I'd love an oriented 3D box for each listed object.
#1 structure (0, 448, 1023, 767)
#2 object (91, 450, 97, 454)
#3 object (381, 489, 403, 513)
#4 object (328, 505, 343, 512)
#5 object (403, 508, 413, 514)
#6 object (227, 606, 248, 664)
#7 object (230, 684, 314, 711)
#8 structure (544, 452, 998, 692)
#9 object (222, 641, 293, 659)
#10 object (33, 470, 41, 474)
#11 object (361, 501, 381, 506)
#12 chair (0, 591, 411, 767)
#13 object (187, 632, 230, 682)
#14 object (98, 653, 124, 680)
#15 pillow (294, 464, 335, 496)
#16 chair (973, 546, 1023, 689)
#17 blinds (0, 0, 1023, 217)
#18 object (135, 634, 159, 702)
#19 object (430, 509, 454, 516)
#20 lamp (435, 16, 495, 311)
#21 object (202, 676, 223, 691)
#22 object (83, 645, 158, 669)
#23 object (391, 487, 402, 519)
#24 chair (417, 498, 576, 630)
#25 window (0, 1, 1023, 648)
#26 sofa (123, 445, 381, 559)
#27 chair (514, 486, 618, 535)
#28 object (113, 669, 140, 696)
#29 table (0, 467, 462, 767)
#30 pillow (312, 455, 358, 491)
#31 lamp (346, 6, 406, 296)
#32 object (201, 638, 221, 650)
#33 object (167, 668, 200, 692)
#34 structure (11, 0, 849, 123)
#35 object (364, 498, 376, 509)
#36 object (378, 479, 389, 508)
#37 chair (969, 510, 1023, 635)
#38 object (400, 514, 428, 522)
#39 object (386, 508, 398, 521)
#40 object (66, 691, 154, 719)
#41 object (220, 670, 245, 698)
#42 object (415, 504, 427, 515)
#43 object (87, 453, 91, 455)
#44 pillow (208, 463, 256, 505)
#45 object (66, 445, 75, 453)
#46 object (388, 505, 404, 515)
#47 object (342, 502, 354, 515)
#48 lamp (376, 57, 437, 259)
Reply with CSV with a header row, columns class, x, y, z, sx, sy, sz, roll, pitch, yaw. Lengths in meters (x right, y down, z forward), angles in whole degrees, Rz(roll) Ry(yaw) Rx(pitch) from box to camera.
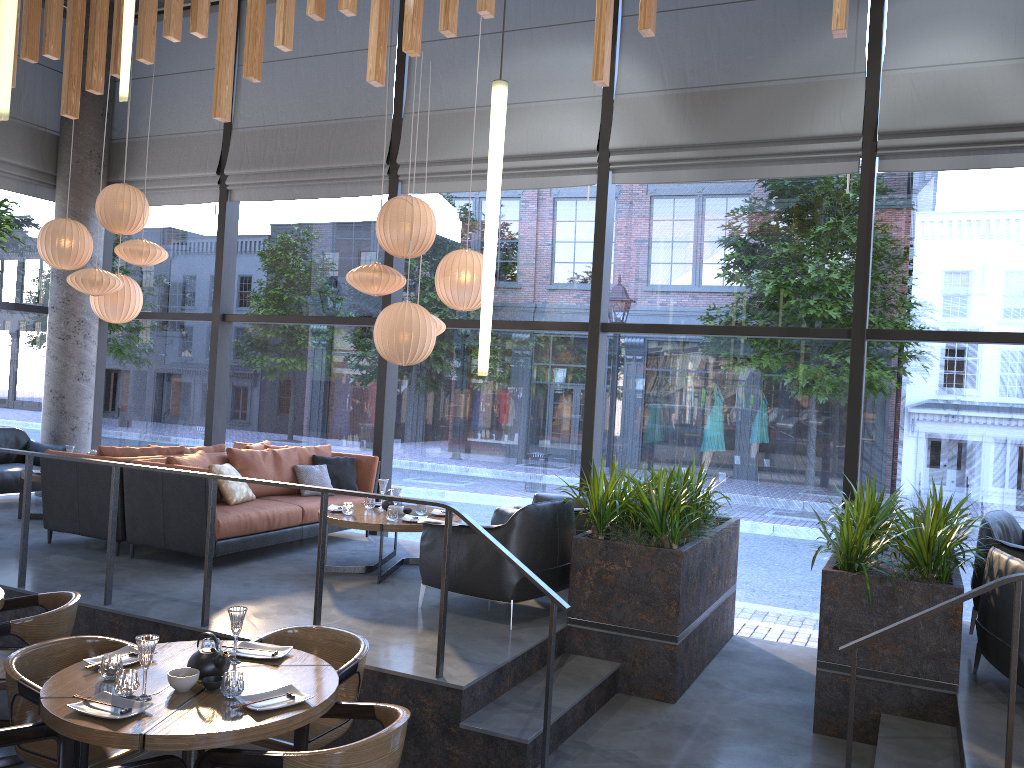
class,x,y,z,sx,sy,sz,roll,pitch,yaw
structure,-2.373,-0.353,0.415,11.718,4.117,9.054,3,0,24
object,-3.795,0.716,8.075,0.082,0.227,0.082,3,0,10
object,-0.927,0.902,6.867,0.163,0.179,0.168,3,0,-10
object,-1.333,0.955,6.762,0.170,0.025,0.294,3,0,5
object,-0.803,0.978,6.804,0.080,0.042,0.080,3,0,10
object,-1.161,1.057,3.731,0.082,0.227,0.082,4,0,-33
object,-0.901,1.171,3.278,0.170,0.025,0.294,3,-1,44
structure,-4.209,0.939,3.565,15.715,1.608,4.306,4,0,-27
object,-1.124,1.162,3.857,0.294,0.025,0.170,3,0,9
object,-4.186,0.794,7.958,0.170,0.025,0.294,4,-1,-40
object,-1.081,0.973,7.181,0.294,0.025,0.170,4,0,-30
chair,-0.936,1.548,1.941,9.749,0.759,4.352,3,0,26
object,-1.201,1.078,3.516,0.163,0.179,0.168,3,0,-11
object,-1.560,1.102,3.454,0.086,0.086,0.086,4,-1,-40
pillow,-1.742,0.849,7.807,0.203,0.263,0.332,3,-1,45
chair,2.857,1.257,4.484,0.833,0.743,1.030,3,0,10
blinds,-3.570,-2.957,5.759,17.610,2.314,8.760,4,0,-22
object,-1.346,1.043,3.257,0.082,0.227,0.082,3,0,-6
object,-0.544,1.003,6.871,0.170,0.025,0.294,3,0,5
lamp,-0.613,-2.168,3.663,0.468,3.124,6.999,3,0,6
object,-1.144,1.149,3.389,0.080,0.042,0.080,4,-1,-41
object,-1.623,1.131,3.632,0.170,0.025,0.294,3,0,22
object,-0.857,0.880,6.533,0.082,0.227,0.082,4,0,-22
chair,-0.049,1.093,5.821,0.833,0.743,1.030,3,0,31
window,-1.927,-1.086,1.757,12.739,5.897,12.900,3,0,25
sofa,-2.066,0.950,7.397,0.864,0.811,2.226,3,0,25
chair,0.442,1.130,6.896,0.833,0.743,1.030,3,0,10
object,-1.429,1.109,3.289,0.086,0.086,0.086,4,-1,-40
table,-0.905,1.456,3.641,10.659,0.968,6.876,3,0,25
pillow,-1.613,0.826,8.060,0.418,0.345,0.242,4,0,-25
lamp,-1.003,-1.822,6.945,0.467,2.271,0.467,3,0,-12
object,-1.271,1.122,3.739,0.086,0.086,0.086,3,0,11
object,-1.253,1.131,3.379,0.116,0.065,0.116,3,0,-13
structure,-1.976,-1.104,0.144,10.399,5.894,10.127,3,0,25
object,-1.121,0.938,6.995,0.086,0.086,0.086,4,0,-28
object,-1.030,0.873,7.056,0.082,0.227,0.082,3,0,7
chair,3.391,1.219,5.589,0.833,0.743,1.030,3,0,39
object,-0.724,0.989,6.481,0.170,0.025,0.294,3,0,5
object,-0.870,0.949,6.447,0.086,0.086,0.086,3,0,29
object,-1.441,1.138,3.137,0.294,0.025,0.170,3,0,22
object,-1.051,1.132,3.338,0.086,0.086,0.086,4,0,-18
object,-0.698,0.962,6.822,0.086,0.086,0.086,3,0,29
object,-3.973,0.731,8.317,0.168,0.179,0.163,3,0,35
pillow,-2.239,0.787,7.053,0.289,0.311,0.393,3,0,5
object,-4.179,0.695,8.376,0.082,0.227,0.082,4,0,-27
object,-0.881,0.962,6.727,0.116,0.065,0.116,4,0,-36
object,-1.222,0.930,6.609,0.086,0.086,0.086,3,0,29
lamp,-0.761,-2.157,6.858,0.465,2.374,0.465,4,-1,-42
